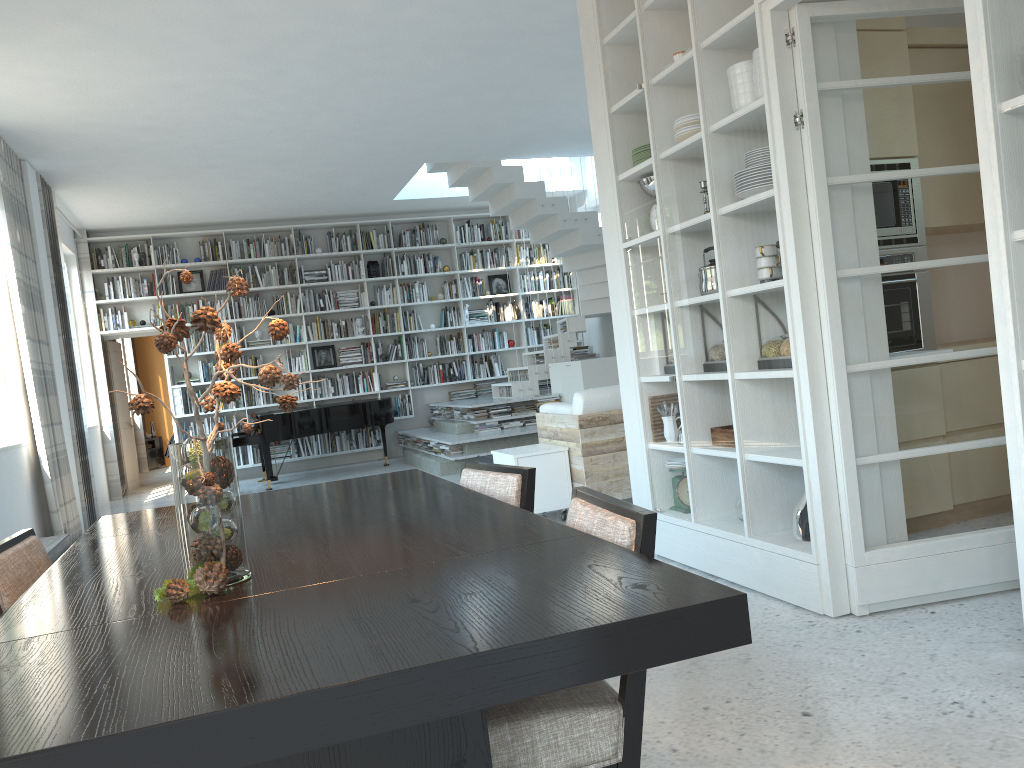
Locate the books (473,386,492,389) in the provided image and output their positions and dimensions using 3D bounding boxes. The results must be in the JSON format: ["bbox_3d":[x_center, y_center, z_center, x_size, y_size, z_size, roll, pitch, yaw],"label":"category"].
[{"bbox_3d":[-0.378,0.045,12.238,0.285,0.005,0.159,-7,2,-17],"label":"books"}]

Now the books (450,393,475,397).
[{"bbox_3d":[-0.685,0.150,12.141,0.308,0.008,0.195,-7,2,-18],"label":"books"}]

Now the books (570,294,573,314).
[{"bbox_3d":[0.819,-1.124,12.614,0.018,0.293,0.169,-7,2,-18],"label":"books"}]

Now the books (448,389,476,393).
[{"bbox_3d":[-0.687,0.097,12.135,0.345,0.007,0.193,-7,2,-20],"label":"books"}]

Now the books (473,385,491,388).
[{"bbox_3d":[-0.378,0.028,12.230,0.285,0.005,0.159,-7,2,-22],"label":"books"}]

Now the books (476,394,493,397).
[{"bbox_3d":[-0.362,0.156,12.236,0.254,0.007,0.161,-7,1,-14],"label":"books"}]

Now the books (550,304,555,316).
[{"bbox_3d":[0.554,-1.033,12.509,0.024,0.181,0.191,-7,2,-18],"label":"books"}]

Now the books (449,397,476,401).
[{"bbox_3d":[-0.677,0.202,12.132,0.345,0.007,0.193,-7,1,-14],"label":"books"}]

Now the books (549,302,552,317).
[{"bbox_3d":[0.522,-1.043,12.541,0.014,0.207,0.138,-7,2,-18],"label":"books"}]

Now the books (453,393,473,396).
[{"bbox_3d":[-0.680,0.141,12.129,0.308,0.008,0.195,-7,1,-13],"label":"books"}]

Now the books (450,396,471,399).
[{"bbox_3d":[-0.680,0.179,12.132,0.308,0.008,0.195,-7,1,-14],"label":"books"}]

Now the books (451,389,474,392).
[{"bbox_3d":[-0.688,0.090,12.135,0.345,0.007,0.193,-7,2,-16],"label":"books"}]

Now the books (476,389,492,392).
[{"bbox_3d":[-0.368,0.087,12.231,0.285,0.007,0.159,-7,2,-23],"label":"books"}]

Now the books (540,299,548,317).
[{"bbox_3d":[0.446,-1.059,12.501,0.029,0.259,0.171,-7,2,-18],"label":"books"}]

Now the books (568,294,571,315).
[{"bbox_3d":[0.785,-1.120,12.603,0.018,0.293,0.169,-7,2,-18],"label":"books"}]

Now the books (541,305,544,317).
[{"bbox_3d":[0.400,-1.016,12.493,0.030,0.184,0.137,-7,2,-18],"label":"books"}]

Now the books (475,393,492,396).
[{"bbox_3d":[-0.365,0.142,12.242,0.254,0.007,0.161,-7,2,-17],"label":"books"}]

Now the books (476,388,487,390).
[{"bbox_3d":[-0.377,0.061,12.240,0.254,0.006,0.161,-7,2,-18],"label":"books"}]

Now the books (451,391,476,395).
[{"bbox_3d":[-0.684,0.127,12.136,0.345,0.007,0.193,-7,2,-16],"label":"books"}]

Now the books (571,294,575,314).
[{"bbox_3d":[0.840,-1.126,12.609,0.018,0.293,0.169,-7,2,-18],"label":"books"}]

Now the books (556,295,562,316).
[{"bbox_3d":[0.658,-1.101,12.561,0.072,0.291,0.169,-7,2,-18],"label":"books"}]

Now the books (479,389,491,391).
[{"bbox_3d":[-0.371,0.080,12.240,0.254,0.007,0.161,-7,2,-17],"label":"books"}]

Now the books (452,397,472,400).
[{"bbox_3d":[-0.678,0.194,12.132,0.308,0.008,0.195,-7,2,-22],"label":"books"}]

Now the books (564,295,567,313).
[{"bbox_3d":[0.734,-1.113,12.586,0.018,0.293,0.169,-7,2,-18],"label":"books"}]

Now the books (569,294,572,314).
[{"bbox_3d":[0.804,-1.122,12.603,0.018,0.293,0.169,-7,2,-18],"label":"books"}]

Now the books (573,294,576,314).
[{"bbox_3d":[0.854,-1.128,12.625,0.018,0.293,0.169,-7,2,-18],"label":"books"}]

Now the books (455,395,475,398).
[{"bbox_3d":[-0.683,0.172,12.136,0.308,0.008,0.195,-7,2,-16],"label":"books"}]

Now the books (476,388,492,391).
[{"bbox_3d":[-0.372,0.074,12.240,0.285,0.007,0.159,-7,2,-17],"label":"books"}]

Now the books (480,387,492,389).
[{"bbox_3d":[-0.376,0.055,12.236,0.285,0.005,0.159,-7,2,-20],"label":"books"}]

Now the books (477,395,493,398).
[{"bbox_3d":[-0.361,0.169,12.239,0.254,0.007,0.161,-7,2,-15],"label":"books"}]

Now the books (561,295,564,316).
[{"bbox_3d":[0.694,-1.108,12.573,0.033,0.294,0.169,-7,2,-18],"label":"books"}]

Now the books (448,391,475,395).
[{"bbox_3d":[-0.682,0.119,12.128,0.345,0.007,0.193,-7,2,-23],"label":"books"}]

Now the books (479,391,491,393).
[{"bbox_3d":[-0.366,0.107,12.235,0.254,0.007,0.161,-7,2,-22],"label":"books"}]

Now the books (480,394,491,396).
[{"bbox_3d":[-0.365,0.149,12.244,0.254,0.007,0.161,-7,2,-18],"label":"books"}]

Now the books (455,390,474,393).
[{"bbox_3d":[-0.686,0.105,12.135,0.308,0.008,0.195,-7,2,-16],"label":"books"}]

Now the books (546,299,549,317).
[{"bbox_3d":[0.485,-1.062,12.522,0.012,0.254,0.161,-7,2,-18],"label":"books"}]

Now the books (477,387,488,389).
[{"bbox_3d":[-0.378,0.050,12.238,0.254,0.006,0.161,-7,2,-19],"label":"books"}]

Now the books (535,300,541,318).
[{"bbox_3d":[0.341,-1.047,12.450,0.056,0.261,0.176,-7,2,-18],"label":"books"}]

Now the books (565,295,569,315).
[{"bbox_3d":[0.751,-1.115,12.591,0.018,0.293,0.169,-7,2,-18],"label":"books"}]

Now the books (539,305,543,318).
[{"bbox_3d":[0.382,-1.016,12.464,0.023,0.189,0.169,-7,2,-18],"label":"books"}]

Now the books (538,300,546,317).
[{"bbox_3d":[0.426,-1.051,12.484,0.022,0.247,0.181,-7,2,-18],"label":"books"}]

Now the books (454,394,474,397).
[{"bbox_3d":[-0.680,0.157,12.129,0.308,0.008,0.195,-7,2,-23],"label":"books"}]

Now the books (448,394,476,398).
[{"bbox_3d":[-0.682,0.164,12.137,0.345,0.007,0.193,-7,2,-20],"label":"books"}]

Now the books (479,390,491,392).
[{"bbox_3d":[-0.370,0.094,12.240,0.254,0.007,0.161,-7,2,-17],"label":"books"}]

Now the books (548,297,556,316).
[{"bbox_3d":[0.563,-1.084,12.541,0.026,0.278,0.170,-7,2,-18],"label":"books"}]

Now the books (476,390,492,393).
[{"bbox_3d":[-0.367,0.101,12.234,0.285,0.007,0.159,-7,2,-22],"label":"books"}]

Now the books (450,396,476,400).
[{"bbox_3d":[-0.678,0.187,12.129,0.345,0.007,0.193,-7,1,-13],"label":"books"}]

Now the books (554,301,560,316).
[{"bbox_3d":[0.625,-1.057,12.549,0.088,0.217,0.167,-7,2,-18],"label":"books"}]

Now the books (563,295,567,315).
[{"bbox_3d":[0.721,-1.111,12.567,0.018,0.293,0.169,-7,2,-18],"label":"books"}]

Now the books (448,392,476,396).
[{"bbox_3d":[-0.682,0.134,12.134,0.345,0.007,0.193,-7,2,-21],"label":"books"}]

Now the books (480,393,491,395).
[{"bbox_3d":[-0.364,0.135,12.235,0.285,0.007,0.159,-7,2,-22],"label":"books"}]

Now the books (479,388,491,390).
[{"bbox_3d":[-0.374,0.067,12.242,0.285,0.007,0.159,-7,2,-18],"label":"books"}]

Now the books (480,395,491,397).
[{"bbox_3d":[-0.364,0.163,12.245,0.285,0.007,0.159,-7,2,-18],"label":"books"}]

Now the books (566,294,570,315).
[{"bbox_3d":[0.769,-1.118,12.593,0.018,0.293,0.169,-7,2,-18],"label":"books"}]

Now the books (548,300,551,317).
[{"bbox_3d":[0.502,-1.062,12.531,0.025,0.249,0.134,-7,2,-18],"label":"books"}]

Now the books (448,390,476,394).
[{"bbox_3d":[-0.686,0.112,12.136,0.345,0.007,0.193,-7,2,-16],"label":"books"}]

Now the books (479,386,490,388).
[{"bbox_3d":[-0.379,0.039,12.238,0.285,0.005,0.159,-7,2,-19],"label":"books"}]

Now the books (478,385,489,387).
[{"bbox_3d":[-0.376,0.023,12.232,0.254,0.006,0.161,-7,1,-14],"label":"books"}]
